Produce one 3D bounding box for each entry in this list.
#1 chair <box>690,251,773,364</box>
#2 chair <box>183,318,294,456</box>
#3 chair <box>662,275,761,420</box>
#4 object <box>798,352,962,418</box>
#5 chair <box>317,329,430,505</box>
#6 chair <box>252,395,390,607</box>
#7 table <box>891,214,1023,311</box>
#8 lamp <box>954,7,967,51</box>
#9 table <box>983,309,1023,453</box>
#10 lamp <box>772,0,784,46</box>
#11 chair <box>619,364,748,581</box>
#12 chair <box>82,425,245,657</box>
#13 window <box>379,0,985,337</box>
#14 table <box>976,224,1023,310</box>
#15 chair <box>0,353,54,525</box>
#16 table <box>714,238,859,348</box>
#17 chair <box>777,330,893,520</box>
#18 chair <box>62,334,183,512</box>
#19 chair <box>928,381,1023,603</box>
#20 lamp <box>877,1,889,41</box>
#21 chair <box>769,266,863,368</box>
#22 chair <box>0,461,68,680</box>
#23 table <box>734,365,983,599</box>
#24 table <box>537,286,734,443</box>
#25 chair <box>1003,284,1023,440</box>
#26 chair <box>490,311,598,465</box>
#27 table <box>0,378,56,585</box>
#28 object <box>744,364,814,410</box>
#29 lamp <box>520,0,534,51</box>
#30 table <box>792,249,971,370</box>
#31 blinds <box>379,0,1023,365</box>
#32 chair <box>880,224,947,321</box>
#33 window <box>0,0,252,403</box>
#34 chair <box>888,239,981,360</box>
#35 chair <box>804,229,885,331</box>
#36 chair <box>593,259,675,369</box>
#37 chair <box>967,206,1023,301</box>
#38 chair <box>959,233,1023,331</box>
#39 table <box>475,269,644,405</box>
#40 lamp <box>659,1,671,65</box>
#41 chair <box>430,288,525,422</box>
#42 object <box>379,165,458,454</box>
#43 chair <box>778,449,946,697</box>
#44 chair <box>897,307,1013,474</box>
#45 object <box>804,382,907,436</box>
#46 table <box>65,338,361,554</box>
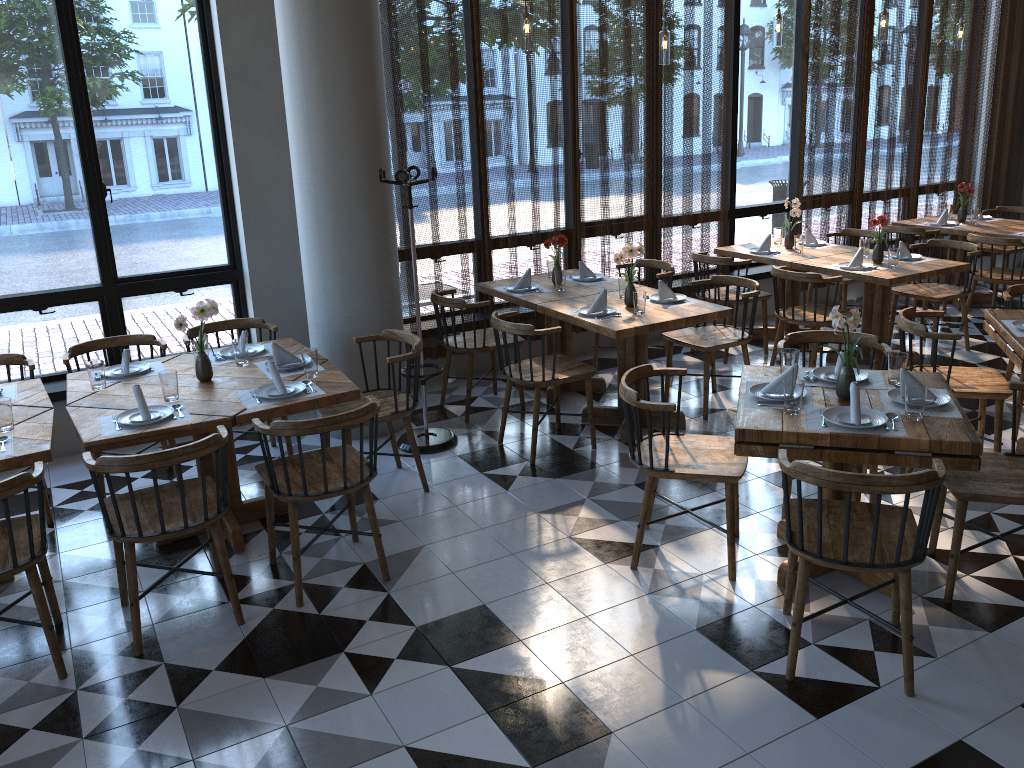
[{"bbox_3d":[1.686,-0.630,6.913,0.551,0.808,0.523,-11,18,-27],"label":"chair"},{"bbox_3d":[-1.565,0.079,5.119,0.521,0.808,0.554,-11,18,-27],"label":"chair"},{"bbox_3d":[1.314,-0.257,5.786,0.551,0.808,0.523,-11,18,-27],"label":"chair"},{"bbox_3d":[1.504,-0.037,3.682,0.582,0.135,0.584,3,18,16],"label":"object"},{"bbox_3d":[-0.734,0.172,4.712,0.551,0.808,0.523,-11,18,-27],"label":"chair"},{"bbox_3d":[-0.826,0.453,3.840,0.521,0.808,0.554,-11,18,-27],"label":"chair"},{"bbox_3d":[4.135,-1.121,8.213,0.853,0.755,0.857,-11,19,-27],"label":"table"},{"bbox_3d":[3.839,-3.830,7.425,0.078,1.942,0.078,-16,21,-41],"label":"lamp"},{"bbox_3d":[2.953,0.092,4.551,0.864,0.755,0.873,2,17,16],"label":"table"},{"bbox_3d":[1.964,-3.485,6.426,0.078,1.942,0.079,-8,17,-20],"label":"lamp"},{"bbox_3d":[0.753,0.368,3.894,0.550,0.808,0.525,2,17,16],"label":"chair"},{"bbox_3d":[-1.376,0.568,3.551,0.521,0.808,0.554,-11,18,-27],"label":"chair"},{"bbox_3d":[-1.375,-1.396,4.695,4.508,3.131,15.249,10,22,36],"label":"window"},{"bbox_3d":[4.551,-0.908,7.487,0.853,0.755,0.857,-11,19,-27],"label":"table"},{"bbox_3d":[-2.667,0.310,4.540,0.521,0.808,0.554,-11,18,-27],"label":"chair"},{"bbox_3d":[2.253,-0.725,7.223,0.853,0.755,0.857,-11,19,-27],"label":"table"},{"bbox_3d":[1.549,0.201,4.313,0.519,0.808,0.555,2,17,16],"label":"chair"},{"bbox_3d":[-2.099,0.191,4.838,0.521,0.808,0.554,-11,18,-27],"label":"chair"},{"bbox_3d":[1.991,0.427,3.539,0.550,0.808,0.525,2,17,16],"label":"chair"},{"bbox_3d":[2.972,-3.729,6.949,0.078,1.942,0.078,-15,20,-37],"label":"lamp"},{"bbox_3d":[2.096,-0.421,6.198,0.551,0.808,0.523,-11,18,-27],"label":"chair"},{"bbox_3d":[-1.944,0.687,3.252,0.521,0.808,0.554,-11,18,-27],"label":"chair"},{"bbox_3d":[1.382,0.422,3.725,0.864,0.755,0.873,2,17,16],"label":"table"},{"bbox_3d":[0.746,-0.110,5.486,0.853,0.755,0.857,-11,19,-27],"label":"table"},{"bbox_3d":[3.120,-0.129,5.139,0.519,0.808,0.555,2,17,16],"label":"chair"},{"bbox_3d":[0.173,-0.018,5.187,0.551,0.808,0.523,-11,18,-27],"label":"chair"},{"bbox_3d":[-2.550,0.580,3.759,1.217,0.755,1.226,-10,19,-24],"label":"table"},{"bbox_3d":[1.109,-0.018,3.676,0.272,0.135,0.356,3,18,16],"label":"object"},{"bbox_3d":[0.059,-3.078,5.426,0.078,1.942,0.079,9,19,36],"label":"lamp"},{"bbox_3d":[2.668,-0.513,6.497,0.853,0.755,0.857,-11,19,-27],"label":"table"},{"bbox_3d":[2.118,-2.468,7.392,7.289,3.542,0.161,-12,18,-27],"label":"blinds"},{"bbox_3d":[3.568,-1.025,7.903,0.551,0.808,0.523,-11,18,-27],"label":"chair"},{"bbox_3d":[-3.981,-1.216,4.479,4.982,3.132,0.368,-12,18,-27],"label":"window"},{"bbox_3d":[3.236,-0.660,6.797,0.551,0.808,0.523,-11,18,-27],"label":"chair"},{"bbox_3d":[2.826,-0.870,7.513,0.551,0.808,0.523,-11,18,-27],"label":"chair"},{"bbox_3d":[0.904,-0.466,6.502,0.551,0.808,0.523,-11,18,-27],"label":"chair"},{"bbox_3d":[4.708,-1.265,8.503,0.551,0.808,0.523,-11,18,-27],"label":"chair"},{"bbox_3d":[3.978,-0.816,7.188,0.551,0.808,0.523,-11,18,-27],"label":"chair"},{"bbox_3d":[0.330,-0.322,6.212,0.853,0.755,0.857,-11,19,-27],"label":"table"},{"bbox_3d":[1.032,-3.180,5.964,0.078,1.942,0.079,1,16,11],"label":"lamp"},{"bbox_3d":[-0.236,-0.227,5.902,0.551,0.808,0.523,-11,18,-27],"label":"chair"},{"bbox_3d":[-0.554,-0.430,5.211,0.376,1.640,0.377,12,21,42],"label":"object"},{"bbox_3d":[1.195,0.594,3.121,0.519,0.808,0.555,2,17,16],"label":"chair"},{"bbox_3d":[2.324,0.038,4.721,0.550,0.808,0.525,2,17,16],"label":"chair"},{"bbox_3d":[1.296,0.075,3.357,0.352,0.135,0.275,3,18,16],"label":"object"},{"bbox_3d":[-1.449,0.349,4.338,1.217,0.755,1.226,-10,19,-24],"label":"table"}]
